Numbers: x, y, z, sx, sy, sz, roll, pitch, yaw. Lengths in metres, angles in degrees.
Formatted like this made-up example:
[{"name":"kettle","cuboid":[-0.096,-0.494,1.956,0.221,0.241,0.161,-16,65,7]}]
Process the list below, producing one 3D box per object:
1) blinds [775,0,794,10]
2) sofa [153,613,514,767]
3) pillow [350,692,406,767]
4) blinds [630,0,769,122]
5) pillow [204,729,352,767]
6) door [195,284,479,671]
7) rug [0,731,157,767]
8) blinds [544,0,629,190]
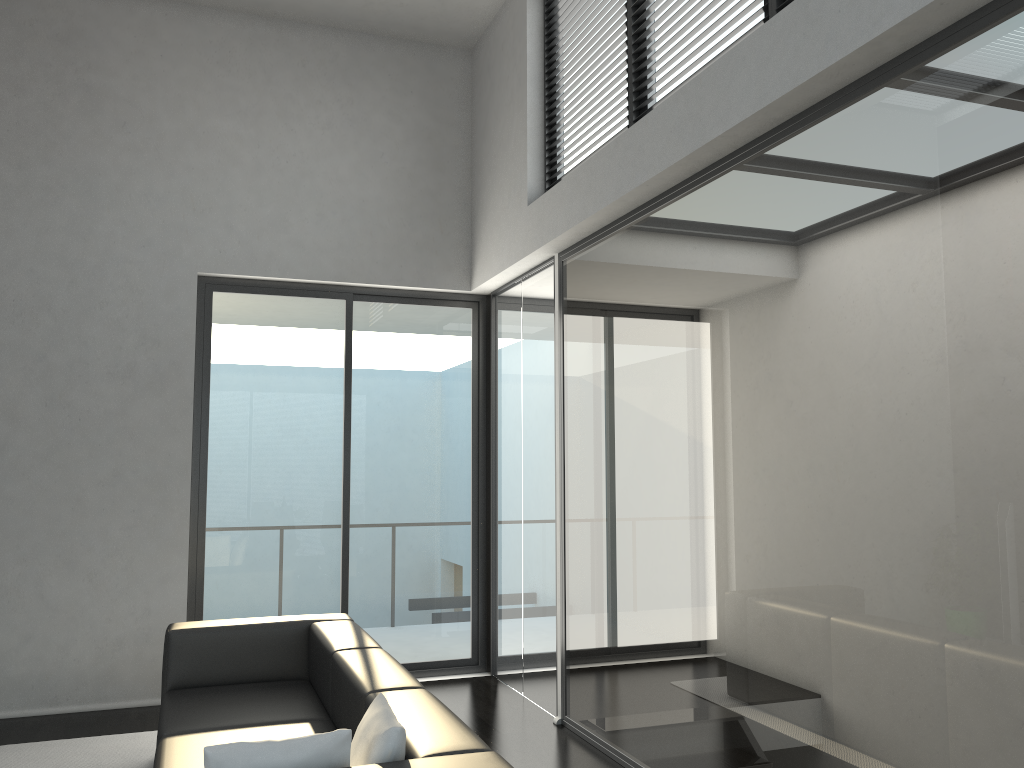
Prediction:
[{"name":"blinds","cuboid":[1.169,-2.053,2.819,0.048,1.372,1.076,2,-6,-20]},{"name":"sofa","cuboid":[-0.855,1.415,3.350,0.943,0.652,2.781,2,-6,-20]},{"name":"pillow","cuboid":[-0.404,1.112,2.526,0.169,0.361,0.376,2,-6,-18]},{"name":"blinds","cuboid":[0.787,-1.954,3.867,0.048,1.372,1.076,2,-6,-20]},{"name":"pillow","cuboid":[-0.623,1.096,2.342,0.376,0.358,0.186,2,-6,-19]},{"name":"door","cuboid":[-1.134,0.663,6.068,1.900,2.600,0.050,2,-6,-20]},{"name":"rug","cuboid":[-1.170,1.744,3.191,1.875,0.009,3.695,2,-6,-20]},{"name":"blinds","cuboid":[0.405,-1.854,4.915,0.048,1.372,1.076,2,-6,-20]}]
